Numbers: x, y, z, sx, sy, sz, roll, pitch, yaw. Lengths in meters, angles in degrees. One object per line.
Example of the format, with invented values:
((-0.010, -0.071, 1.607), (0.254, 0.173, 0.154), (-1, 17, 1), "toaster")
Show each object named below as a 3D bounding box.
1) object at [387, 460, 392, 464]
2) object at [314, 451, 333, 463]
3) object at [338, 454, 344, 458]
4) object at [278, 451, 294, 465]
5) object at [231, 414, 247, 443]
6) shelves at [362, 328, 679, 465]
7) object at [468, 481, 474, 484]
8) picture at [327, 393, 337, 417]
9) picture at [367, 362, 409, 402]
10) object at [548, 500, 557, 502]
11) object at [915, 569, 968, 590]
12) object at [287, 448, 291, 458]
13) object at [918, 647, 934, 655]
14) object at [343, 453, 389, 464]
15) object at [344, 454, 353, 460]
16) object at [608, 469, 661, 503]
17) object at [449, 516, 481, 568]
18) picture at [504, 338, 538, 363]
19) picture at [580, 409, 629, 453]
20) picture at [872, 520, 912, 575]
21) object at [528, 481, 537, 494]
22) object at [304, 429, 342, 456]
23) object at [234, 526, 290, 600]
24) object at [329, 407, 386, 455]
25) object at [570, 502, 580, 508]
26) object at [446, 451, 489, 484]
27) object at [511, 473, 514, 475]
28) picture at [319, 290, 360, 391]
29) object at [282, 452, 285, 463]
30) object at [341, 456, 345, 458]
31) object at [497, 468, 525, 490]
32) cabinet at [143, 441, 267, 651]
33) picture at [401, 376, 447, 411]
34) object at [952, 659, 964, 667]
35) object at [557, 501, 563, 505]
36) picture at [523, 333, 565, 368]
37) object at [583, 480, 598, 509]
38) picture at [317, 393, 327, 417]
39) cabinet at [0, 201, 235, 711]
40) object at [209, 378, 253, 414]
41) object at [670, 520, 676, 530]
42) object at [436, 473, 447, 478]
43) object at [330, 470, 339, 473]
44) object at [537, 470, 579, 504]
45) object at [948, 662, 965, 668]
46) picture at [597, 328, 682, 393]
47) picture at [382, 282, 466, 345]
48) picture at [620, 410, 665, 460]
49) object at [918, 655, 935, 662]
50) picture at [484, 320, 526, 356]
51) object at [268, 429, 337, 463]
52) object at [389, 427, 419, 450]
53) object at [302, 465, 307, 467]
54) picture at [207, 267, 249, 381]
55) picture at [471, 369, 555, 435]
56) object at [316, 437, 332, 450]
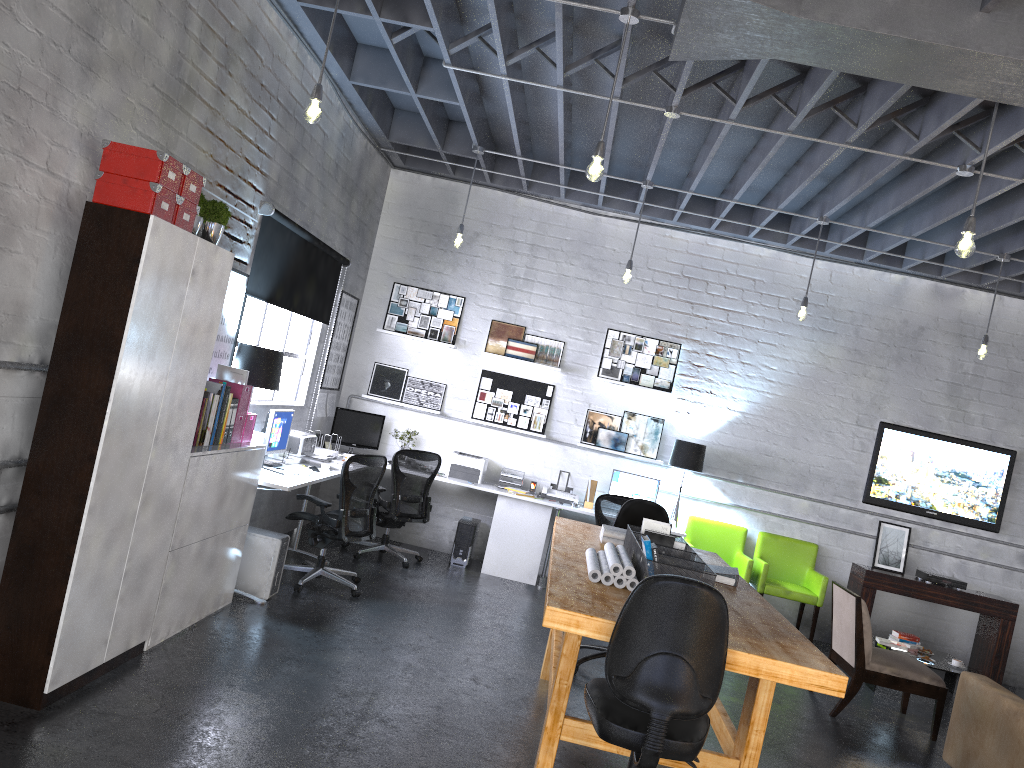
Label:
((-1.151, 0.752, 8.525), (0.114, 0.036, 0.058), (12, -1, 44), "object")
((-1.739, 0.588, 7.531), (0.392, 0.064, 0.259), (13, -1, 4), "object")
((-1.579, 0.662, 8.161), (0.048, 0.012, 0.111), (13, -1, -16), "object")
((-1.728, 0.563, 6.787), (0.082, 0.090, 0.090), (12, -1, 29), "object")
((-1.748, 0.246, 5.347), (0.213, 0.177, 0.161), (13, -1, 4), "object")
((0.069, 0.118, 8.759), (3.023, 0.694, 0.199), (13, 0, 4), "shelves")
((-0.385, 0.931, 8.381), (0.075, 0.016, 0.017), (12, -1, 29), "object")
((-1.757, 0.207, 8.656), (0.036, 0.221, 0.289), (13, -1, 4), "picture")
((-1.250, -0.020, 8.922), (0.355, 0.343, 0.042), (13, 0, 4), "picture")
((0.384, 1.103, 8.385), (0.011, 0.011, 0.126), (12, -1, 42), "object")
((4.049, 1.852, 8.374), (0.370, 0.082, 0.266), (13, -1, 4), "object")
((-1.708, 0.549, 6.768), (0.013, 0.124, 0.006), (13, 0, -22), "object")
((3.540, 2.278, 7.600), (0.151, 0.040, 0.151), (12, -1, 21), "object")
((-1.374, 0.703, 8.349), (0.422, 0.028, 0.180), (13, -1, -36), "object")
((-1.461, 0.666, 8.021), (0.130, 0.049, 0.130), (12, -1, 21), "object")
((1.165, 1.075, 8.574), (0.465, 0.417, 0.212), (12, 0, 9), "object")
((-0.450, 1.522, 8.568), (0.180, 0.411, 0.476), (13, -1, 4), "object")
((0.090, -0.332, 8.825), (0.311, 0.196, 0.029), (13, 0, 4), "picture")
((0.932, 0.463, 8.768), (0.452, 0.345, 0.054), (13, 0, 4), "picture")
((3.667, 1.578, 8.562), (0.308, 0.457, 0.092), (13, 0, 4), "picture")
((0.206, 1.013, 8.688), (0.093, 0.116, 0.067), (13, 0, 4), "object")
((-1.697, 0.532, 7.870), (0.324, 0.208, 0.233), (13, -1, 4), "object")
((-1.783, 1.176, 5.937), (0.478, 0.411, 0.200), (13, 0, 4), "object")
((-1.521, 0.471, 8.622), (0.146, 0.427, 0.561), (12, -1, 41), "object")
((0.596, 1.131, 8.338), (0.095, 0.050, 0.095), (13, -1, -28), "object")
((-0.434, 0.814, 8.694), (0.351, 0.235, 0.351), (13, -1, 4), "object")
((0.009, 0.882, 8.679), (0.011, 0.010, 0.126), (12, -1, 13), "object")
((-1.642, -0.399, 8.478), (0.020, 0.935, 0.658), (13, 0, 4), "picture")
((-1.740, 0.542, 6.763), (0.006, 0.124, 0.014), (13, 0, -30), "object")
((-1.579, 0.656, 8.042), (0.138, 0.020, 0.030), (12, -1, 9), "object")
((-0.003, 0.937, 8.660), (0.229, 0.180, 0.316), (13, -1, 4), "object")
((-1.921, 0.816, 5.051), (0.465, 1.021, 1.152), (13, -1, 4), "cabinet")
((-0.882, 0.095, 8.894), (0.410, 0.277, 0.036), (13, 0, 4), "picture")
((3.638, 2.281, 7.247), (0.081, 0.052, 0.077), (13, -1, -38), "object")
((0.453, 1.117, 8.332), (0.017, 0.016, 0.076), (13, -1, -36), "object")
((0.300, -0.327, 8.828), (0.410, 0.277, 0.036), (13, 0, 4), "picture")
((0.763, 1.067, 8.599), (0.087, 0.259, 0.236), (13, -1, 4), "object")
((-1.778, 0.196, 8.309), (0.036, 0.221, 0.289), (13, -1, 4), "picture")
((-1.778, 0.303, 4.011), (0.291, 2.047, 0.873), (13, 0, 4), "cabinet")
((-1.710, 0.074, 5.347), (0.214, 0.177, 0.161), (13, -1, 4), "object")
((1.481, 1.310, 8.235), (0.069, 0.083, 0.090), (13, -1, 3), "object")
((-0.679, 0.864, 8.437), (0.103, 0.021, 0.131), (13, -1, -16), "object")
((-1.380, 0.677, 6.888), (0.025, 0.021, 0.119), (12, -1, 31), "object")
((0.470, 0.991, 8.624), (0.405, 0.280, 0.399), (13, -1, 4), "object")
((3.631, 2.304, 7.245), (0.131, 0.016, 0.131), (12, -1, 10), "object")
((1.258, -0.230, 8.762), (0.749, 0.503, 0.058), (13, 0, 4), "picture")
((-0.884, -0.705, 8.901), (0.749, 0.503, 0.058), (13, 0, 4), "picture")
((1.267, 0.505, 8.755), (0.410, 0.408, 0.047), (13, 0, 4), "picture")
((3.393, 2.243, 7.256), (0.137, 0.031, 0.137), (12, -1, 30), "object")
((-0.068, -0.442, 8.855), (0.355, 0.343, 0.042), (13, 0, 4), "picture")
((-1.650, 0.515, 7.100), (0.485, 0.230, 0.420), (13, -1, 4), "object")
((-1.075, 0.607, 8.770), (0.297, 0.363, 0.270), (13, -1, -41), "object")
((-1.578, 0.635, 6.818), (0.076, 0.016, 0.017), (13, -1, -6), "object")
((-1.850, -0.354, 5.620), (0.020, 0.780, 0.607), (13, 0, 4), "picture")
((0.011, 0.177, 8.833), (0.749, 0.503, 0.058), (13, 0, 4), "picture")
((-1.730, 0.563, 8.207), (0.155, 0.141, 0.088), (12, 0, 19), "object")
